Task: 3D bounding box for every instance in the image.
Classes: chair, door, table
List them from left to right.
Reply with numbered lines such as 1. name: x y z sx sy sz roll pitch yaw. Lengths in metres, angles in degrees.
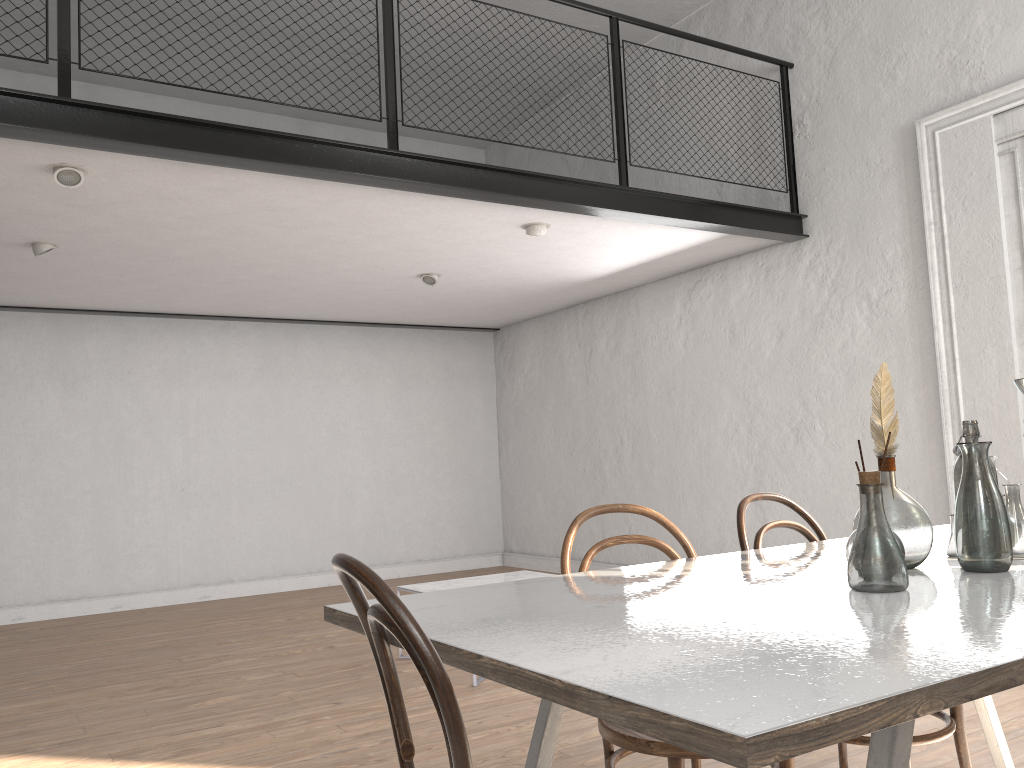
1. table: -0.049 1.278 4.779 0.849 0.391 0.850 0 -6 -32
2. chair: 0.022 0.700 1.342 0.549 0.920 0.438 -1 -5 -19
3. chair: 0.394 0.748 2.069 0.438 0.920 0.549 -1 -5 -21
4. chair: 0.909 0.748 2.347 0.438 0.920 0.549 1 -6 -36
5. table: 0.875 0.770 1.811 2.200 0.779 1.101 0 -6 -32
6. door: 2.868 -0.099 4.579 0.216 2.812 1.097 0 -6 -30

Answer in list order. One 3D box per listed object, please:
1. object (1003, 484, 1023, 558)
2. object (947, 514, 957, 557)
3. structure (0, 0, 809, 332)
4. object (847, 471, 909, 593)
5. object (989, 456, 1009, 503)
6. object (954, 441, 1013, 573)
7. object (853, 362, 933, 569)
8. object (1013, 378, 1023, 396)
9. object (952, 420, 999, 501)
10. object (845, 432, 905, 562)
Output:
1. object: 1.112 0.301 1.961 0.083 0.158 0.083 1 -6 -36
2. object: 1.012 0.342 2.007 0.058 0.094 0.058 -2 -5 -4
3. structure: -1.659 -1.386 6.146 5.927 1.212 4.161 0 -6 -32
4. object: 0.653 0.263 1.601 0.101 0.211 0.101 -3 -5 7
5. object: 1.153 0.284 2.139 0.132 0.219 0.132 2 -7 -42
6. object: 0.934 0.244 1.770 0.100 0.255 0.098 -6 -6 35
7. object: 0.795 0.165 1.883 0.156 0.445 0.157 -2 -5 -14
8. object: 1.131 0.177 1.853 0.116 0.382 0.116 -1 -5 -21
9. object: 0.991 0.228 1.893 0.086 0.301 0.086 -7 -7 44
10. object: 0.697 0.237 1.721 0.107 0.283 0.107 1 -6 -37
